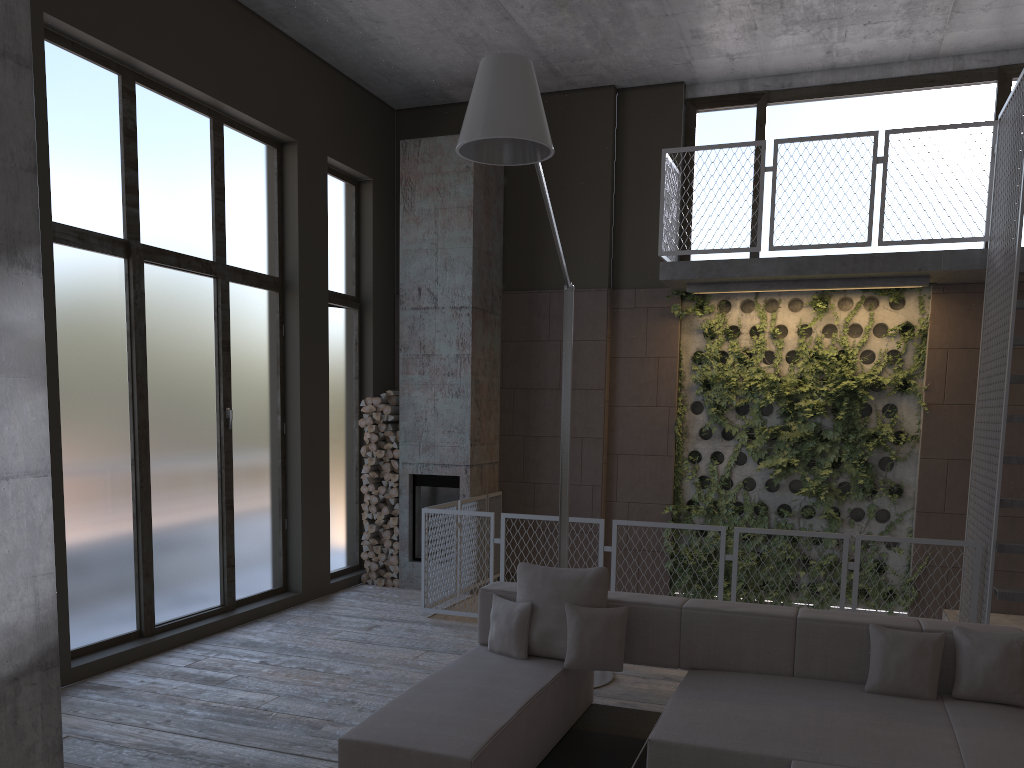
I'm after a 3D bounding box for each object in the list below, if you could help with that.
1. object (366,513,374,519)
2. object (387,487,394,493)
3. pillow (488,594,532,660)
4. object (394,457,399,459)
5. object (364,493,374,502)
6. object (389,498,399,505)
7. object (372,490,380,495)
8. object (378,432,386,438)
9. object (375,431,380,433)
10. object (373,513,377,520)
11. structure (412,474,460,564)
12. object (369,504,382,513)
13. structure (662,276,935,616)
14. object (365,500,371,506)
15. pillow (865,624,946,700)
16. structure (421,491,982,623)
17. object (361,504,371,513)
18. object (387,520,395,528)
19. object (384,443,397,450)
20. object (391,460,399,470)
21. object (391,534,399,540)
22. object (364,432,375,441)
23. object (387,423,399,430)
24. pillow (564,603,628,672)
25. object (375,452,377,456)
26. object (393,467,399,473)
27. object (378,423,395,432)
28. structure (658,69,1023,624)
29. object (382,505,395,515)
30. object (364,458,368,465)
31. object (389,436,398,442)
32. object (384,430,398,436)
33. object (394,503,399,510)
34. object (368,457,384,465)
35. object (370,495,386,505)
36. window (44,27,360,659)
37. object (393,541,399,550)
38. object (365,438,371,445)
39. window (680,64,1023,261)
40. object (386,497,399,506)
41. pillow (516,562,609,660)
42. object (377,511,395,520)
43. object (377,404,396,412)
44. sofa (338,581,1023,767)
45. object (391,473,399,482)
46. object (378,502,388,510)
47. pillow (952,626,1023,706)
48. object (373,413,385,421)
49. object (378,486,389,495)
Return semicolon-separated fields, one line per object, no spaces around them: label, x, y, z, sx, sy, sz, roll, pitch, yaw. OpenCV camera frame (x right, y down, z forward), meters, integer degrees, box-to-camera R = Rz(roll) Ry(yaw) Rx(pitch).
object;-1.450;1.410;9.519;0.067;0.068;0.420;2;-1;20
object;-1.217;1.117;9.413;0.067;0.072;0.421;2;-1;20
pillow;-0.018;1.451;5.190;0.150;0.381;0.366;-3;5;-37
object;-1.141;0.738;9.305;0.100;0.104;0.291;2;0;22
object;-1.481;1.221;9.484;0.100;0.104;0.291;2;0;22
object;-1.195;1.250;9.403;0.066;0.086;0.422;2;-1;18
object;-1.391;1.154;9.429;0.089;0.057;0.330;1;-1;20
object;-1.314;0.533;9.359;0.064;0.075;0.357;2;-1;19
object;-1.379;0.492;9.351;0.089;0.057;0.330;1;-1;20
object;-1.374;1.413;9.491;0.067;0.068;0.420;2;-1;20
structure;-0.766;1.402;9.140;0.575;0.940;0.056;3;7;20
object;-1.405;1.332;9.501;0.092;0.094;0.435;2;-1;20
structure;2.748;0.666;8.518;2.622;3.871;0.993;2;6;20
object;-1.494;1.267;9.405;0.045;0.073;0.249;3;-1;20
pillow;2.012;1.434;4.491;0.370;0.363;0.185;2;5;20
structure;1.600;1.620;7.953;4.419;0.945;1.915;1;0;20
object;-1.505;1.336;9.493;0.088;0.109;0.363;2;-1;20
object;-1.200;1.479;9.452;0.090;0.090;0.452;2;-1;20
object;-1.220;0.668;9.375;0.114;0.080;0.432;1;-1;20
object;-1.164;0.853;9.314;0.088;0.109;0.363;2;-1;20
object;-1.171;1.620;9.443;0.071;0.073;0.420;2;-1;20
object;-1.470;0.558;9.407;0.100;0.104;0.291;2;0;22
object;-1.206;0.454;9.335;0.067;0.072;0.421;2;-1;20
pillow;0.475;1.426;4.929;0.376;0.377;0.167;1;5;-6
object;-1.313;0.745;9.373;0.114;0.080;0.432;1;-1;20
object;-1.162;0.903;9.391;0.101;0.087;0.361;2;-1;20
object;-1.281;0.462;9.333;0.090;0.090;0.452;2;-1;19
structure;2.921;0.054;7.206;3.676;4.370;3.008;2;4;20
object;-1.248;1.337;9.414;0.090;0.090;0.453;2;-1;21
object;-1.456;0.827;9.412;0.067;0.068;0.420;2;-1;20
object;-1.184;0.587;9.326;0.066;0.086;0.422;2;-1;18
object;-1.220;0.520;9.319;0.121;0.068;0.361;1;-1;22
object;-1.144;1.282;9.388;0.066;0.086;0.422;2;-1;18
object;-1.386;0.818;9.383;0.093;0.084;0.477;2;-1;20
object;-1.408;1.230;9.412;0.098;0.108;0.292;2;0;21
window;-3.219;-0.203;5.212;0.209;4.208;9.151;3;0;19
object;-1.144;1.717;9.454;0.091;0.093;0.435;2;-1;20
object;-1.483;0.604;9.328;0.045;0.073;0.249;3;-1;20
window;3.407;-1.941;8.273;3.559;1.774;0.108;1;6;20
object;-1.256;1.261;9.501;0.103;0.103;0.290;2;0;20
pillow;0.271;1.324;5.103;0.562;0.565;0.219;2;6;22
object;-1.304;1.403;9.462;0.093;0.084;0.477;2;-1;20
object;-1.298;0.257;9.265;0.103;0.085;0.361;2;-1;20
sofa;0.774;1.610;3.830;2.992;0.794;2.995;1;-1;21
object;-1.142;0.988;9.357;0.093;0.084;0.477;2;-1;20
object;-1.323;1.318;9.496;0.101;0.087;0.361;2;-1;20
pillow;2.388;1.400;4.370;0.361;0.371;0.186;2;5;25
object;-1.322;0.345;9.321;0.093;0.084;0.477;2;-1;20
object;-1.293;1.125;9.411;0.090;0.090;0.452;2;-1;19
